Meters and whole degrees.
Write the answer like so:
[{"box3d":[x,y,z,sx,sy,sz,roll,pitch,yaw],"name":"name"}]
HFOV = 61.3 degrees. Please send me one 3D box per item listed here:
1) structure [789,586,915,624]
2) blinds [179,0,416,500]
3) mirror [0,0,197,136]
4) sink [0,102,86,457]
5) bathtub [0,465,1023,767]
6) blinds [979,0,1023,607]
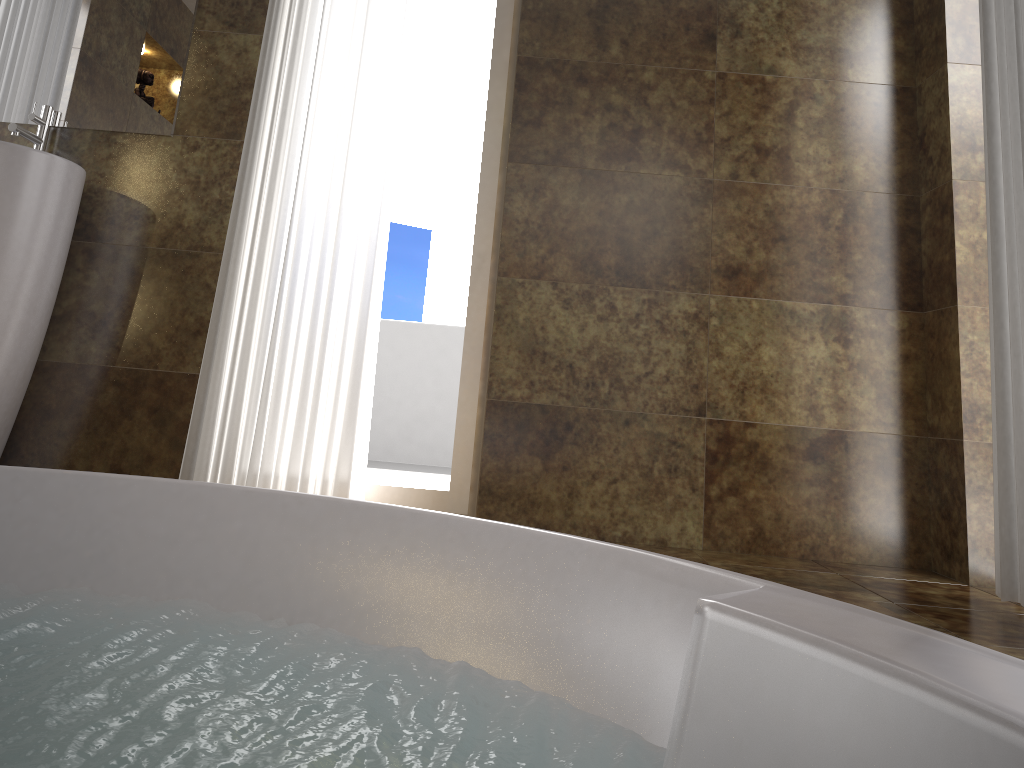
[{"box3d":[-0.492,0.260,0.301,2.004,0.129,1.943,5,-1,1],"name":"structure"},{"box3d":[-0.580,-0.809,2.670,0.519,2.349,0.064,5,-13,1],"name":"blinds"},{"box3d":[-1.399,-1.354,2.831,0.768,1.132,0.008,5,-13,1],"name":"mirror"},{"box3d":[-1.487,-0.294,2.357,0.459,1.178,0.417,4,-12,3],"name":"sink"},{"box3d":[-0.493,0.251,0.302,1.750,0.542,1.696,3,-3,31],"name":"bathtub"},{"box3d":[1.216,-0.662,2.007,0.069,2.361,0.462,5,-13,0],"name":"blinds"}]
